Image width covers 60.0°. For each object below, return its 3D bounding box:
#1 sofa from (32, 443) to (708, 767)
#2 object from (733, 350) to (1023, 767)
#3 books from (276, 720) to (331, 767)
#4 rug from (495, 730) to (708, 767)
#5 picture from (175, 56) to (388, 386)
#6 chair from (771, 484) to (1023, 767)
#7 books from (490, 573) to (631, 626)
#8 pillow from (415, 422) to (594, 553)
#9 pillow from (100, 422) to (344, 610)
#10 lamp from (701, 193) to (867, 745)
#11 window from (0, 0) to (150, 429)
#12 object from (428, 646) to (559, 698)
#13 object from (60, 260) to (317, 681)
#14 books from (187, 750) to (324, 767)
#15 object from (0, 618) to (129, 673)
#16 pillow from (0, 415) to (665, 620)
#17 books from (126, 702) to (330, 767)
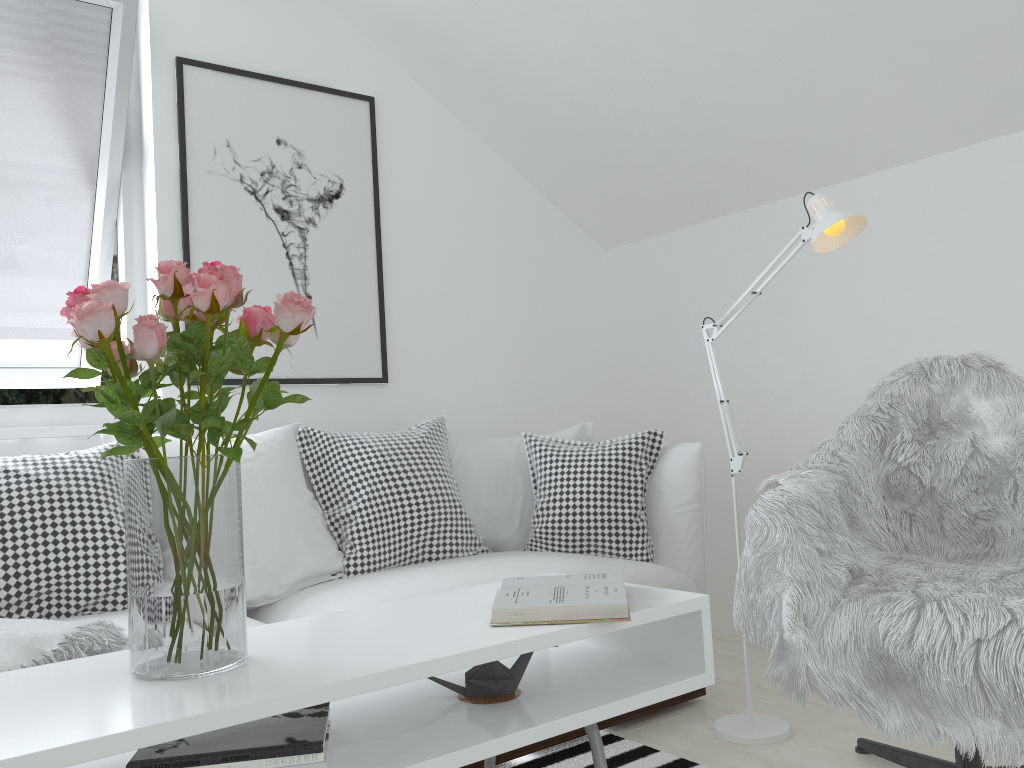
[{"bbox_3d":[-0.652,0.609,2.280,2.647,0.768,0.917,-1,-4,-37],"label":"sofa"},{"bbox_3d":[0.952,0.307,1.931,0.784,0.789,0.954,-5,-4,33],"label":"object"},{"bbox_3d":[-0.398,0.540,1.292,0.259,0.014,0.191,-3,-3,-10],"label":"books"},{"bbox_3d":[0.323,0.858,0.796,1.846,0.004,4.362,-1,-4,-37],"label":"rug"},{"bbox_3d":[-0.775,-0.533,3.070,0.720,1.072,0.015,-1,-4,-37],"label":"picture"},{"bbox_3d":[0.964,0.412,1.930,0.719,0.941,0.776,-5,-4,28],"label":"chair"},{"bbox_3d":[0.092,0.381,1.613,0.231,0.040,0.342,-3,-3,5],"label":"books"},{"bbox_3d":[-0.018,0.361,2.992,0.623,0.498,0.333,-3,-3,-4],"label":"pillow"},{"bbox_3d":[-0.771,0.359,2.441,0.599,0.505,0.391,-1,-4,-37],"label":"pillow"},{"bbox_3d":[0.689,0.229,2.259,0.196,1.373,0.527,-1,-4,-33],"label":"lamp"},{"bbox_3d":[-4.898,-0.281,2.599,12.055,8.137,4.514,-1,-4,-37],"label":"window"},{"bbox_3d":[-0.049,0.499,1.549,0.186,0.088,0.194,-6,-4,42],"label":"object"},{"bbox_3d":[-0.466,0.114,1.298,0.350,0.599,0.327,-2,-3,-17],"label":"object"},{"bbox_3d":[-0.403,0.527,1.293,0.254,0.014,0.191,-3,-3,-12],"label":"books"},{"bbox_3d":[-1.142,0.595,1.771,0.670,0.291,0.831,-1,-4,-38],"label":"object"},{"bbox_3d":[-0.691,0.350,2.326,2.488,0.513,0.676,-1,-4,-35],"label":"pillow"},{"bbox_3d":[-0.403,0.514,1.301,0.257,0.012,0.207,-3,-3,-9],"label":"books"}]
